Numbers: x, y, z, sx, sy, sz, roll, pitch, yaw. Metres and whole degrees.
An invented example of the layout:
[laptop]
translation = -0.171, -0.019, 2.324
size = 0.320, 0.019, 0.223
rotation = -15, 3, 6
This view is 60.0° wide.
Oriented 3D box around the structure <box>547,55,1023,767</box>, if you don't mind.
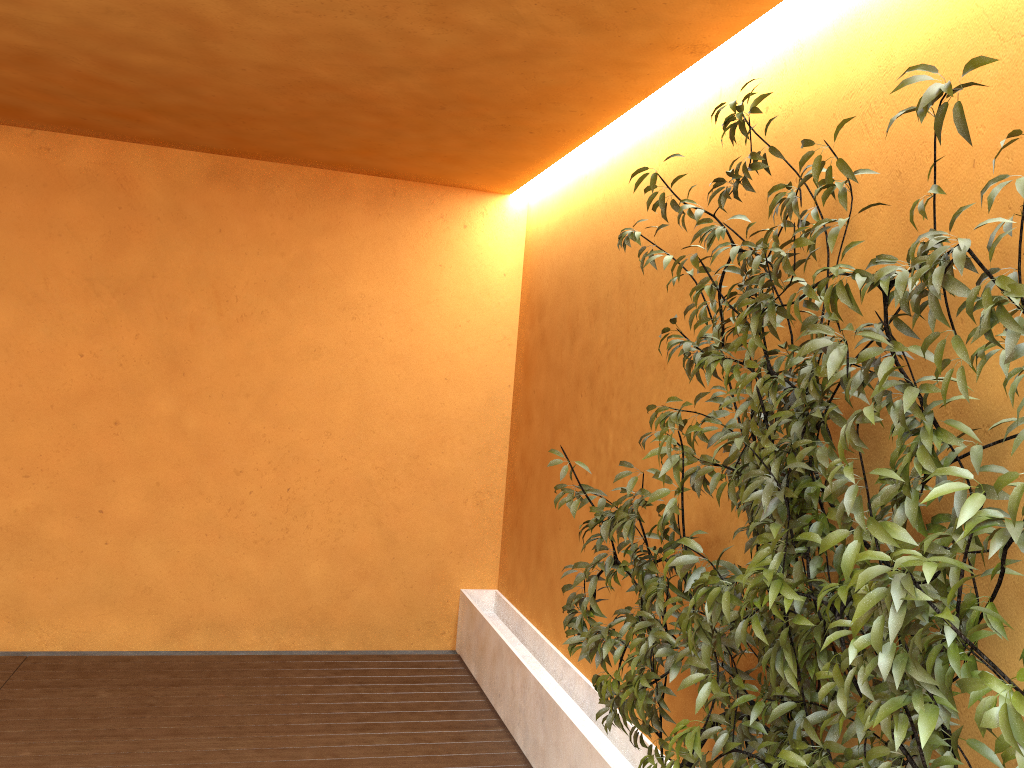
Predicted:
[structure]
translation = 0.779, 0.309, 1.860
size = 0.622, 2.483, 3.166
rotation = 5, 0, -16
